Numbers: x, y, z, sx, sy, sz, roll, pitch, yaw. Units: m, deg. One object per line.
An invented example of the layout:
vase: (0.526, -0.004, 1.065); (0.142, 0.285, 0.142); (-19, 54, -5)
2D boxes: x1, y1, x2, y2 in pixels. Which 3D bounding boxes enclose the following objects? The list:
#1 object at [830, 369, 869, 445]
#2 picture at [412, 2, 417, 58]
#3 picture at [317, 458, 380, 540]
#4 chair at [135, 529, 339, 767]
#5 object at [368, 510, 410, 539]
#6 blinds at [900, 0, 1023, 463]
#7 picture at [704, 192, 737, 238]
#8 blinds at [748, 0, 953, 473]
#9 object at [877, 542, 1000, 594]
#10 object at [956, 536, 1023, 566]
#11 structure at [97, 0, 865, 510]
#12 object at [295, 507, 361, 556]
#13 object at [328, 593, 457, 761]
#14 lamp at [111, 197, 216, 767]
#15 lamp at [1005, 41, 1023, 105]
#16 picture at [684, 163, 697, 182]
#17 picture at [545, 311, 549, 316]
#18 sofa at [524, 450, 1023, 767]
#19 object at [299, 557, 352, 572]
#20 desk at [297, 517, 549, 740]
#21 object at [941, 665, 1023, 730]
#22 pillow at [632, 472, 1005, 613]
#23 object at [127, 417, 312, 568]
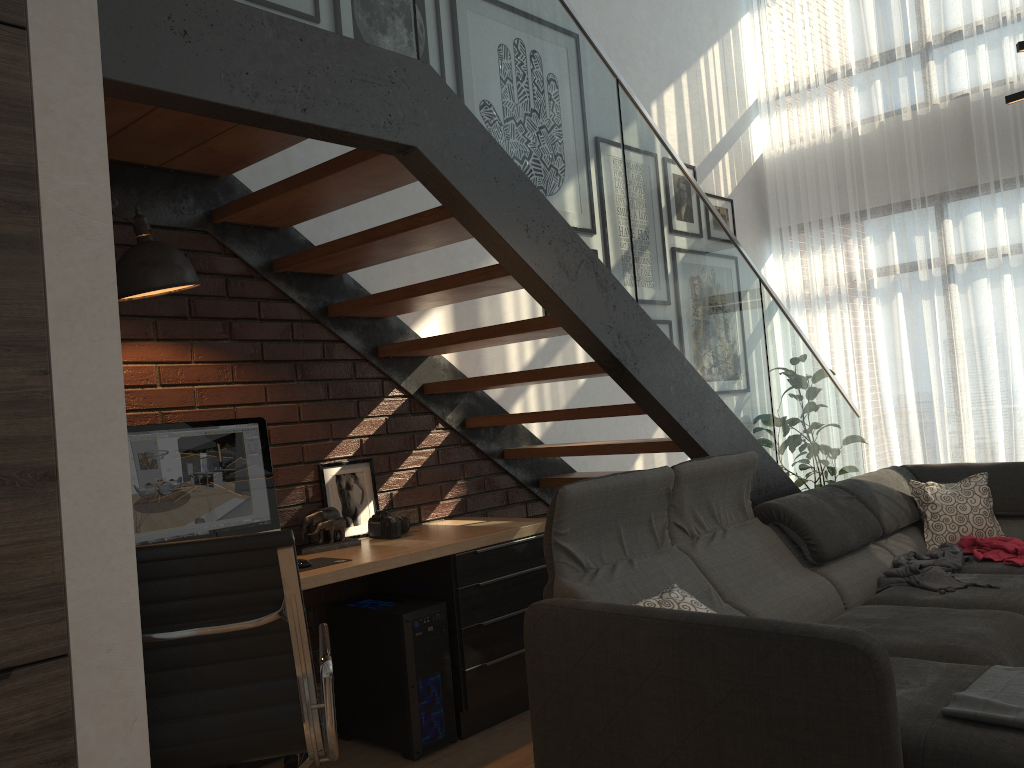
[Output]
object: (2.088, 0.524, 6.345); (0.774, 1.463, 0.528); (-4, -2, -28)
picture: (-0.188, -1.678, 4.566); (0.028, 1.678, 1.785); (-7, -3, 42)
picture: (-0.679, 0.488, 3.735); (0.049, 0.329, 0.279); (-7, -3, 42)
chair: (-0.776, 0.862, 2.243); (0.651, 0.991, 0.700); (-4, -2, -14)
object: (-0.496, 0.577, 3.695); (0.149, 0.119, 0.166); (-6, -3, 39)
blinds: (3.205, -1.670, 5.751); (1.374, 5.581, 0.218); (-7, -3, 40)
picture: (1.488, -1.179, 6.349); (0.025, 0.333, 0.410); (-7, -3, 42)
blinds: (2.388, -1.576, 6.458); (1.223, 5.581, 0.218); (-7, -3, 40)
object: (1.744, 0.782, 3.744); (0.411, 0.118, 0.905); (-6, -2, 18)
object: (2.155, 0.727, 3.925); (0.323, 0.077, 0.536); (-4, -2, -14)
structure: (-0.440, -0.135, 3.270); (1.289, 3.460, 5.660); (-7, -3, 42)
object: (-0.743, 0.569, 3.485); (0.252, 0.160, 0.149); (-3, -3, -39)
object: (-0.459, 1.110, 3.418); (0.474, 0.527, 0.215); (-7, -3, 42)
lamp: (-1.230, 0.414, 2.798); (0.462, 2.003, 1.054); (-6, -2, 26)
lamp: (1.936, -2.681, 2.651); (0.831, 3.645, 1.200); (-3, -3, -38)
picture: (1.147, -1.248, 5.982); (0.025, 0.504, 0.410); (-7, -3, 42)
picture: (0.336, -0.573, 5.004); (0.025, 0.410, 0.504); (-7, -3, 42)
sofa: (1.838, 0.673, 3.127); (2.108, 0.995, 3.169); (-7, -3, 42)
object: (-0.713, 0.633, 3.101); (0.200, 0.002, 0.250); (-7, -3, 42)
desk: (-0.712, 1.013, 3.195); (0.610, 0.750, 2.182); (-7, -3, 42)
object: (1.422, 0.878, 2.142); (0.685, 0.369, 0.548); (-3, -3, -40)
pillow: (1.318, 0.670, 3.454); (2.734, 0.364, 0.386); (-3, -3, -44)
object: (-1.062, 0.391, 2.976); (0.431, 0.535, 0.716); (-7, -3, 42)
